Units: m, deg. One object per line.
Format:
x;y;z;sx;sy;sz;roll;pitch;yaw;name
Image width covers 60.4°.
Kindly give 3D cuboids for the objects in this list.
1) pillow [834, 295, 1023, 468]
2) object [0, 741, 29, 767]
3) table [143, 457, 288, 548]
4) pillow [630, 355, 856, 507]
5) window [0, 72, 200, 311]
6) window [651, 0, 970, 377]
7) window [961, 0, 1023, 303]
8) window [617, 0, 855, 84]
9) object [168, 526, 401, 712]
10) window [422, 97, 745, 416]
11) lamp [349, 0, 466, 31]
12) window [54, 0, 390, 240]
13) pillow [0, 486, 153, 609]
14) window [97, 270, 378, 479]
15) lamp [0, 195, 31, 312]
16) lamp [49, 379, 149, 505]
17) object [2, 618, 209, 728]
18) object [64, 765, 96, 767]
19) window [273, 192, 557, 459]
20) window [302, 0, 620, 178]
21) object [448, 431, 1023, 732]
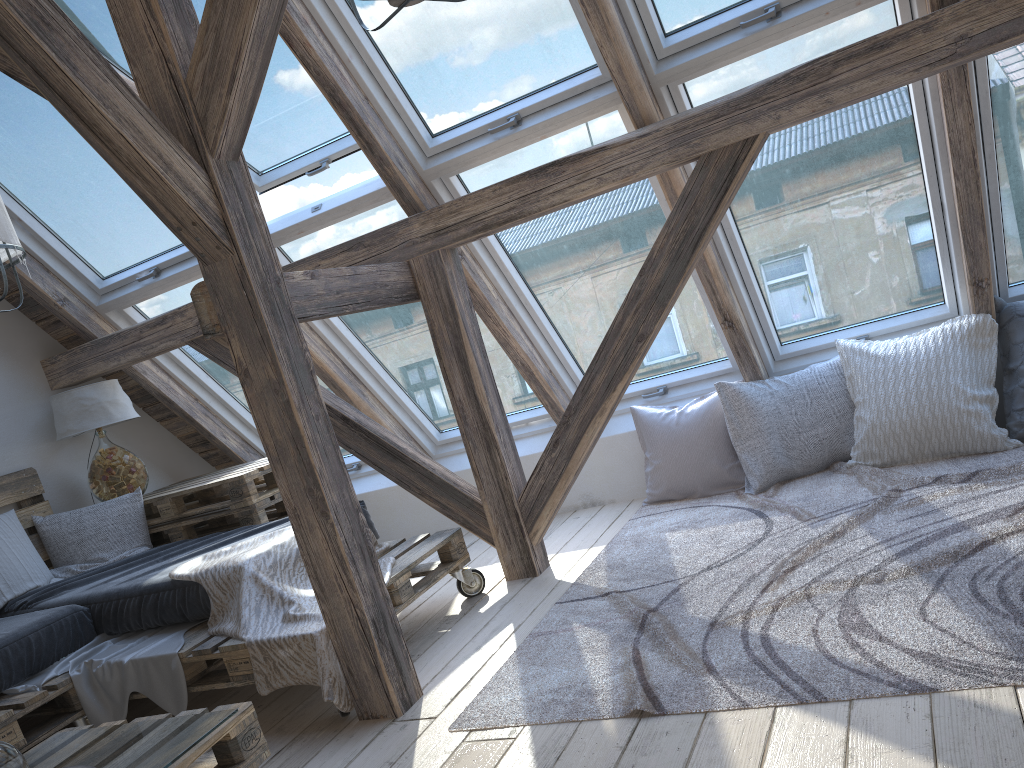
1.915;-0.053;3.420;1.287;0.573;0.455;-15;7;26;pillow
-1.034;0.782;1.726;0.155;0.251;0.154;-18;8;-6;object
-1.409;0.805;4.452;1.028;0.714;0.657;-14;7;25;table
1.061;0.216;3.883;1.144;0.534;0.424;-15;7;18;pillow
-1.945;-0.982;3.473;0.865;1.299;1.066;-13;8;25;window
1.201;-0.669;3.352;0.865;1.299;1.066;-13;8;25;window
2.010;-0.890;2.950;0.865;1.299;1.066;-13;8;25;window
0.483;-1.647;2.266;0.865;1.299;1.066;-13;8;25;window
-0.603;0.731;3.043;0.793;0.482;1.016;-20;6;-35;object
0.391;-0.448;3.755;0.865;1.299;1.066;-13;8;25;window
-0.391;-1.420;1.705;0.401;1.328;0.399;-16;9;1;lamp
-1.118;-1.212;3.111;0.865;1.298;1.314;-13;8;25;window
-2.070;0.708;3.853;0.391;0.406;0.943;-11;7;42;pillow
-1.228;-0.005;4.560;0.865;1.299;1.066;-13;8;25;window
-1.796;-0.928;2.435;0.394;1.544;0.406;-21;10;-23;lamp
-2.061;0.698;4.344;0.828;1.307;0.379;-15;9;11;lamp
-1.357;1.041;3.155;0.712;0.282;0.494;-16;5;10;object
-1.051;0.905;1.817;0.399;0.022;0.385;-14;5;45;object
-0.418;-0.226;4.157;0.865;1.299;1.066;-13;8;25;window
-0.326;-1.425;2.668;0.865;1.299;1.066;-13;8;25;window
1.629;0.336;2.601;3.223;0.057;2.132;-15;4;26;object
